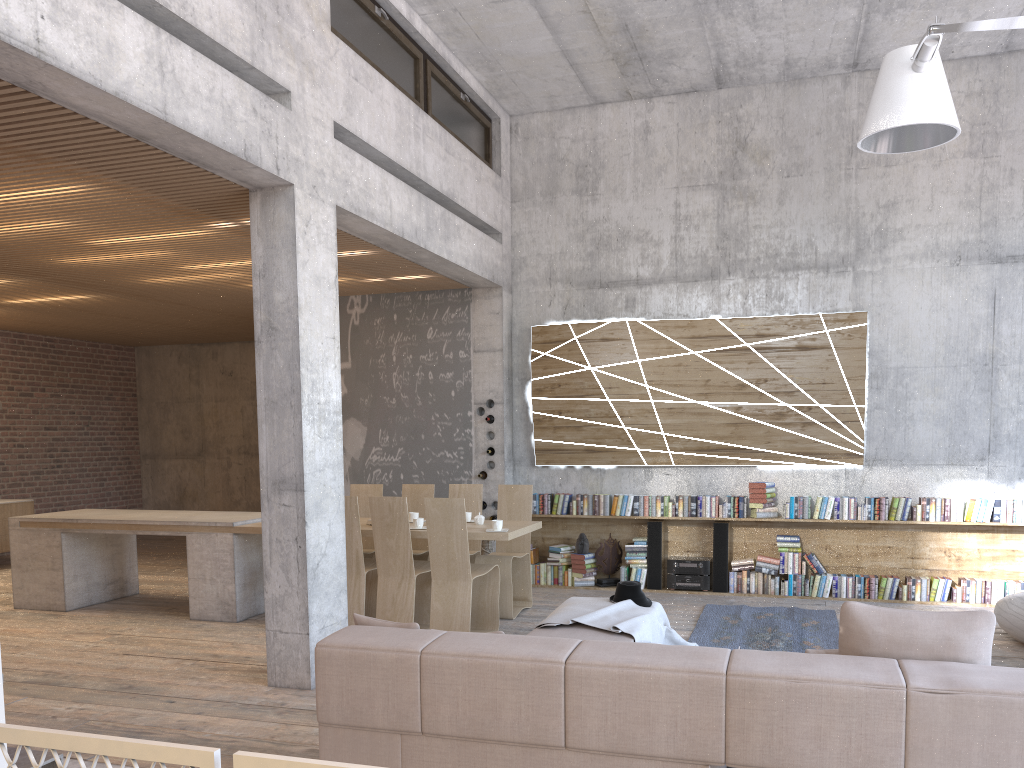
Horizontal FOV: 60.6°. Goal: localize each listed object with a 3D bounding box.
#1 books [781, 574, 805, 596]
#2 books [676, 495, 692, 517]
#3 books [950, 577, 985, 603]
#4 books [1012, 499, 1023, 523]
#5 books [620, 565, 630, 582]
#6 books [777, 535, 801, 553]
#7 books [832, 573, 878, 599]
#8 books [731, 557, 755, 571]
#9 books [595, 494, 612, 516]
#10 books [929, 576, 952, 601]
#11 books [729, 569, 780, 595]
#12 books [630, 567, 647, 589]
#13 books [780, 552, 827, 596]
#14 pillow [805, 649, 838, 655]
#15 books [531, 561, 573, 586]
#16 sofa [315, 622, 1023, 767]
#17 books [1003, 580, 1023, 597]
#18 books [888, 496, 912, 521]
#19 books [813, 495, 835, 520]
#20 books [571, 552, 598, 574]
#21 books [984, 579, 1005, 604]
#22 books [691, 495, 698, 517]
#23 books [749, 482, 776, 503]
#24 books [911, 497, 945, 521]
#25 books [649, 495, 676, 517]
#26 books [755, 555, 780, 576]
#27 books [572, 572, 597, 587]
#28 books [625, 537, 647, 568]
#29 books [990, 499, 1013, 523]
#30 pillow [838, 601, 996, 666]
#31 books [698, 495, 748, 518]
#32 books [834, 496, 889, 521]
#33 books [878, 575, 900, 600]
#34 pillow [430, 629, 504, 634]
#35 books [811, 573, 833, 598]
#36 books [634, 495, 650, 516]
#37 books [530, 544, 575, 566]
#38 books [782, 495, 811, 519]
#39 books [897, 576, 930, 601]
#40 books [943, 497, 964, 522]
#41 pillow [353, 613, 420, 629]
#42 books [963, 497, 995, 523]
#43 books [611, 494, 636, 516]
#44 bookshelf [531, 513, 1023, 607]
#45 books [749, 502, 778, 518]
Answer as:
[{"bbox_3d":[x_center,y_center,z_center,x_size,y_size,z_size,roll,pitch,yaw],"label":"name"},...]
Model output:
[{"bbox_3d":[2.849,2.027,8.897,0.226,0.222,0.213,0,1,18],"label":"books"},{"bbox_3d":[1.805,1.280,9.196,0.155,0.222,0.203,0,2,18],"label":"books"},{"bbox_3d":[4.392,1.988,8.455,0.278,0.222,0.208,-1,1,16],"label":"books"},{"bbox_3d":[4.816,1.189,8.186,0.277,0.223,0.169,-1,2,19],"label":"books"},{"bbox_3d":[1.216,2.075,9.446,0.074,0.222,0.203,1,2,18],"label":"books"},{"bbox_3d":[2.810,1.622,8.897,0.239,0.162,0.188,-1,0,18],"label":"books"},{"bbox_3d":[3.414,2.016,8.735,0.417,0.222,0.203,-1,1,18],"label":"books"},{"bbox_3d":[2.388,1.862,9.042,0.234,0.141,0.190,-1,0,19],"label":"books"},{"bbox_3d":[0.979,1.295,9.409,0.156,0.222,0.188,0,2,18],"label":"books"},{"bbox_3d":[4.160,1.994,8.539,0.199,0.230,0.188,0,2,18],"label":"books"},{"bbox_3d":[2.498,2.032,9.041,0.494,0.240,0.240,-1,1,18],"label":"books"},{"bbox_3d":[1.360,2.070,9.384,0.199,0.230,0.188,0,2,18],"label":"books"},{"bbox_3d":[2.943,1.919,8.869,0.451,0.453,0.212,0,4,18],"label":"books"},{"bbox_3d":[1.377,1.254,3.660,0.376,0.376,0.167,-1,4,-9],"label":"pillow"},{"bbox_3d":[0.443,2.092,9.699,0.494,0.240,0.240,-1,1,18],"label":"books"},{"bbox_3d":[1.024,1.535,4.792,2.997,0.791,3.001,-2,-3,18],"label":"sofa"},{"bbox_3d":[4.793,1.973,8.268,0.277,0.223,0.169,-1,2,19],"label":"books"},{"bbox_3d":[3.780,1.214,8.551,0.199,0.230,0.188,0,2,18],"label":"books"},{"bbox_3d":[3.102,1.228,8.730,0.199,0.230,0.188,0,2,18],"label":"books"},{"bbox_3d":[0.783,1.940,9.511,0.189,0.212,0.245,1,1,39],"label":"books"},{"bbox_3d":[4.591,1.979,8.365,0.156,0.222,0.188,0,2,18],"label":"books"},{"bbox_3d":[1.903,1.276,9.157,0.055,0.222,0.188,1,2,18],"label":"books"},{"bbox_3d":[2.532,1.099,8.878,0.189,0.212,0.245,1,1,39],"label":"books"},{"bbox_3d":[4.013,1.207,8.467,0.278,0.222,0.208,-1,1,16],"label":"books"},{"bbox_3d":[1.584,1.285,9.217,0.277,0.223,0.169,-1,2,19],"label":"books"},{"bbox_3d":[2.597,1.841,8.912,0.244,0.194,0.153,-1,2,18],"label":"books"},{"bbox_3d":[0.777,2.117,9.537,0.261,0.152,0.247,0,-1,-26],"label":"books"},{"bbox_3d":[1.347,1.804,9.391,0.251,0.326,0.217,0,3,20],"label":"books"},{"bbox_3d":[4.609,1.194,8.250,0.156,0.223,0.153,0,3,18],"label":"books"},{"bbox_3d":[1.591,1.137,3.473,0.563,0.562,0.219,0,4,20],"label":"pillow"},{"bbox_3d":[2.172,1.265,9.050,0.490,0.222,0.213,-1,1,18],"label":"books"},{"bbox_3d":[3.438,1.225,8.647,0.490,0.222,0.213,-1,1,18],"label":"books"},{"bbox_3d":[3.705,2.007,8.651,0.199,0.230,0.188,0,2,18],"label":"books"},{"bbox_3d":[-0.179,1.286,4.030,0.370,0.362,0.185,0,3,17],"label":"pillow"},{"bbox_3d":[3.111,2.019,8.802,0.199,0.230,0.188,0,2,18],"label":"books"},{"bbox_3d":[1.376,1.290,9.281,0.156,0.223,0.153,0,3,18],"label":"books"},{"bbox_3d":[0.340,1.882,9.707,0.716,0.264,0.299,-2,0,23],"label":"books"},{"bbox_3d":[2.863,1.236,8.817,0.278,0.222,0.208,-1,1,16],"label":"books"},{"bbox_3d":[3.922,2.001,8.571,0.278,0.222,0.208,-1,1,16],"label":"books"},{"bbox_3d":[4.212,1.199,8.377,0.156,0.222,0.188,0,2,18],"label":"books"},{"bbox_3d":[-0.561,1.260,4.127,0.362,0.370,0.186,0,3,23],"label":"pillow"},{"bbox_3d":[4.419,1.192,8.311,0.249,0.230,0.188,0,2,18],"label":"books"},{"bbox_3d":[1.187,1.288,9.342,0.249,0.230,0.188,0,2,18],"label":"books"},{"bbox_3d":[2.518,1.769,9.029,5.322,0.812,0.300,-2,4,18],"label":"bookshelf"},{"bbox_3d":[2.546,1.279,8.897,0.284,0.151,0.221,0,-1,-25],"label":"books"}]
